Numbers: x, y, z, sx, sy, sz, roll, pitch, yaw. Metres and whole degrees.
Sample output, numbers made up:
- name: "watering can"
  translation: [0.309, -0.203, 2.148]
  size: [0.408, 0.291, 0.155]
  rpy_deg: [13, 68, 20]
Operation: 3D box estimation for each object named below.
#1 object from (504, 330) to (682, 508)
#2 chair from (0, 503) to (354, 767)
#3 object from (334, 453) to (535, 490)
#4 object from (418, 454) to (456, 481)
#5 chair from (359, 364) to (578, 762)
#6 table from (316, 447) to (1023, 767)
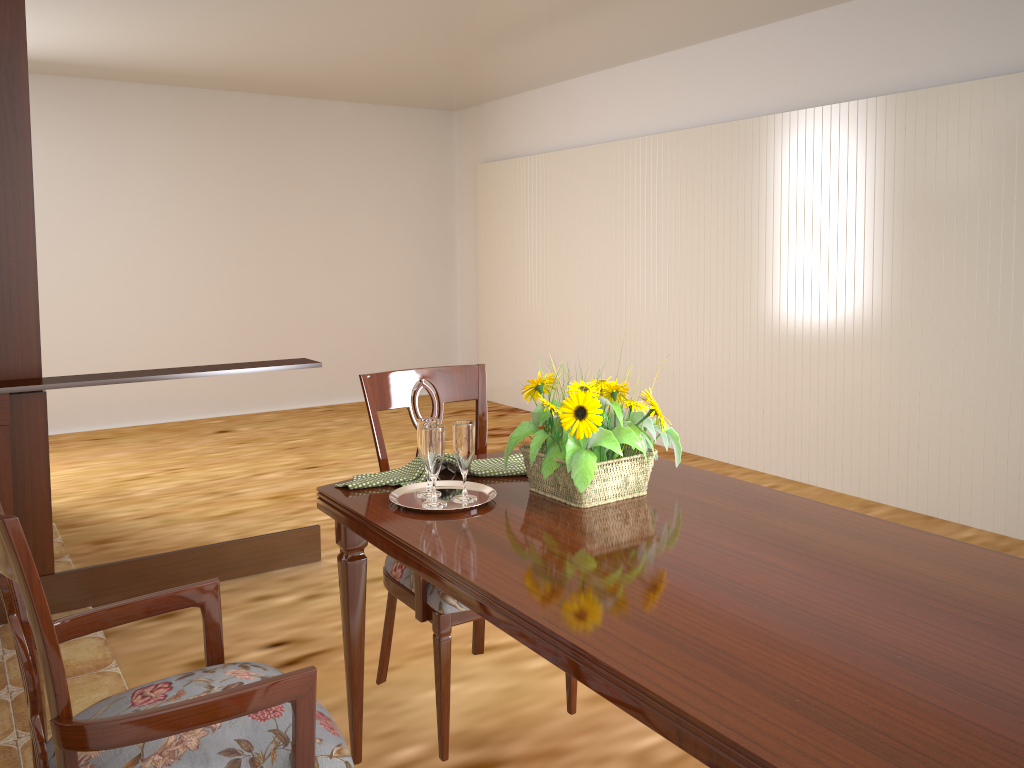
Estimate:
- name: "object"
  translation: [0.165, 0.076, 1.706]
  size: [0.319, 0.335, 0.300]
  rpy_deg: [-6, 8, -41]
- name: "chair"
  translation: [-0.482, 0.477, 1.232]
  size: [0.460, 0.741, 0.406]
  rpy_deg: [-4, 6, -36]
- name: "object"
  translation: [-0.112, 0.163, 1.865]
  size: [0.528, 0.056, 0.168]
  rpy_deg: [-4, 9, -19]
- name: "object"
  translation: [-0.158, 0.167, 1.864]
  size: [0.046, 0.046, 0.147]
  rpy_deg: [-3, 8, -19]
- name: "chair"
  translation: [-0.103, 0.357, 2.009]
  size: [0.405, 0.741, 0.461]
  rpy_deg: [-4, 6, -33]
- name: "table"
  translation: [0.345, 0.545, 1.331]
  size: [0.736, 0.554, 1.687]
  rpy_deg: [-5, 9, -33]
